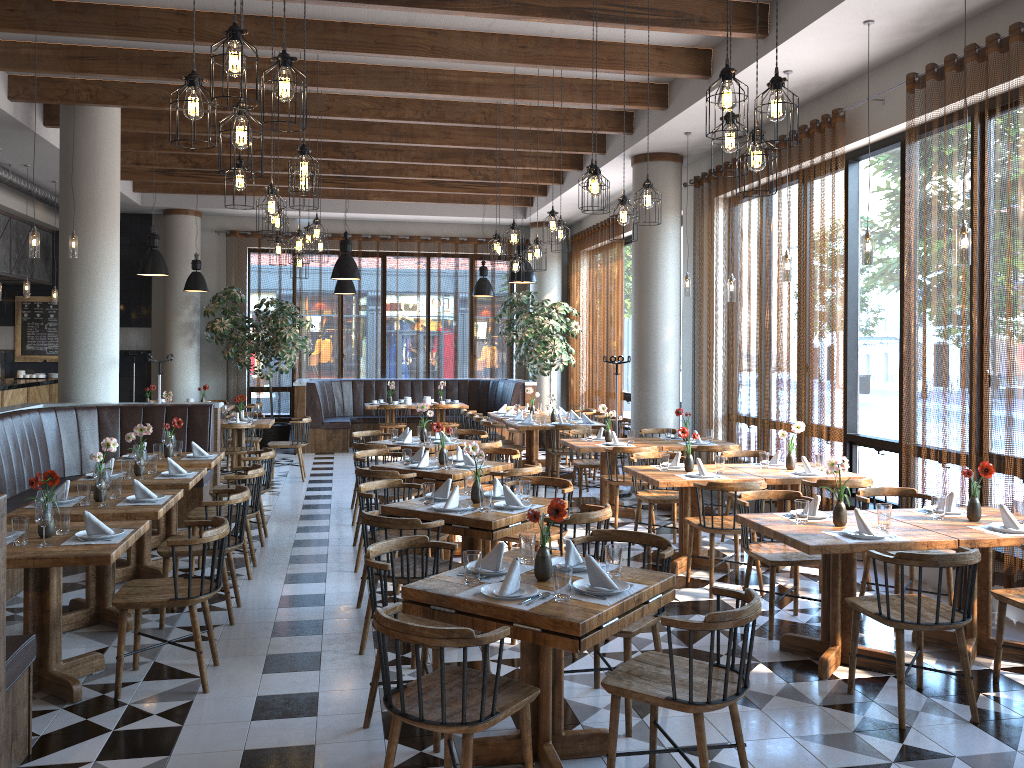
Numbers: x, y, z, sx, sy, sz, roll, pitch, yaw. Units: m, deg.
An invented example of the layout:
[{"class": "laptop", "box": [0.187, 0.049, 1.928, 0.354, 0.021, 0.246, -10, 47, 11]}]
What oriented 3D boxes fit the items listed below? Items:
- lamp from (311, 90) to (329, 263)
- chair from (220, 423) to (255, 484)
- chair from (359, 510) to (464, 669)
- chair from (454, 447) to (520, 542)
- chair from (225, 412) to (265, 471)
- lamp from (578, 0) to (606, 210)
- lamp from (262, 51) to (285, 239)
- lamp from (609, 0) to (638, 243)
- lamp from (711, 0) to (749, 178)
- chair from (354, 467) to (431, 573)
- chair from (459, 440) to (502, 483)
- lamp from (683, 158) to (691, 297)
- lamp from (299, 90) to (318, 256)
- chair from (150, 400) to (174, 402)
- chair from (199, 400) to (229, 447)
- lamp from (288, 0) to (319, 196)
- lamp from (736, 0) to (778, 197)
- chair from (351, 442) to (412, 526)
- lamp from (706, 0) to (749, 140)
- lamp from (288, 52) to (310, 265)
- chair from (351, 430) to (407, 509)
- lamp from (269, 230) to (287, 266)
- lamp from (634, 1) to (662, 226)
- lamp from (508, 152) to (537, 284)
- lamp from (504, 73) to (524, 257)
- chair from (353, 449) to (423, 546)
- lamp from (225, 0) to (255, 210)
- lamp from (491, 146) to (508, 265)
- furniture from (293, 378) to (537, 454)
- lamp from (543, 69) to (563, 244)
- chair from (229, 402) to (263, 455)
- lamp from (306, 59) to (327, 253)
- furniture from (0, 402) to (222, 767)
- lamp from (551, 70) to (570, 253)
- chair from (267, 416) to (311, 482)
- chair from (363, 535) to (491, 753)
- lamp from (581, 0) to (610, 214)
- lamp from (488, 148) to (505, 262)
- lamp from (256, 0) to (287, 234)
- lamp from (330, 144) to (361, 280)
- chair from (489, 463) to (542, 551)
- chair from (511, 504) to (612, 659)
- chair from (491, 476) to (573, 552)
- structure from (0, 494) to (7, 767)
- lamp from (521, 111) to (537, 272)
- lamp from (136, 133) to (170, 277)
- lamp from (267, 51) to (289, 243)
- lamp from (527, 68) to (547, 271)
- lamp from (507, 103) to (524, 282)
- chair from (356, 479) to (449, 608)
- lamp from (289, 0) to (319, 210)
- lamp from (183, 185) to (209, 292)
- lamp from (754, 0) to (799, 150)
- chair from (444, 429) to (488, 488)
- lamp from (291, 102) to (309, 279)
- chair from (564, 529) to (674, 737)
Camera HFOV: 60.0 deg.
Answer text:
[{"class": "lamp", "box": [-2.013, -2.320, 9.334, 0.175, 2.071, 0.175, 0, 0, -4]}, {"class": "chair", "box": [-3.398, 0.872, 10.788, 0.519, 0.817, 0.550, 0, 1, -11]}, {"class": "chair", "box": [-0.587, 1.130, 5.093, 0.519, 0.817, 0.550, 1, 1, 34]}, {"class": "chair", "box": [-0.216, 1.010, 7.987, 0.519, 0.817, 0.550, 1, 1, 34]}, {"class": "chair", "box": [-3.649, 0.815, 12.093, 0.519, 0.817, 0.550, 0, 1, -11]}, {"class": "lamp", "box": [0.548, -2.219, 5.989, 0.175, 2.071, 0.175, 0, 0, -16]}, {"class": "lamp", "box": [-2.071, -2.309, 7.720, 0.175, 2.071, 0.175, 0, 0, -40]}, {"class": "lamp", "box": [0.746, -1.982, 5.872, 0.175, 2.071, 0.175, 0, 0, -16]}, {"class": "lamp", "box": [1.054, -2.043, 4.261, 0.175, 2.071, 0.175, 0, 0, -32]}, {"class": "chair", "box": [-0.939, 1.050, 6.919, 0.519, 0.817, 0.550, 1, 1, 34]}, {"class": "chair", "box": [-0.384, 0.972, 8.859, 0.550, 0.817, 0.519, 1, 1, 34]}, {"class": "lamp", "box": [1.895, -1.923, 9.562, 0.078, 1.964, 0.078, 0, 0, -35]}, {"class": "lamp", "box": [-2.091, -2.369, 9.141, 0.175, 2.071, 0.175, 0, 0, 7]}, {"class": "chair", "box": [-5.876, 0.692, 14.685, 0.519, 0.817, 0.550, 0, 1, -11]}, {"class": "chair", "box": [-5.032, 0.690, 14.847, 0.519, 0.817, 0.550, 0, 1, -11]}, {"class": "lamp", "box": [-1.283, -2.209, 5.480, 0.175, 2.071, 0.175, 0, 0, -28]}, {"class": "lamp", "box": [1.124, -1.903, 4.051, 0.175, 2.071, 0.175, 0, 0, 2]}, {"class": "chair", "box": [-1.279, 0.974, 8.687, 0.519, 0.817, 0.550, 1, 1, 34]}, {"class": "lamp", "box": [0.951, -2.128, 3.898, 0.175, 2.071, 0.175, 0, 0, 2]}, {"class": "lamp", "box": [-1.842, -2.075, 7.694, 0.175, 2.071, 0.175, 0, 0, -40]}, {"class": "chair", "box": [-1.452, 0.935, 9.582, 0.550, 0.817, 0.519, 1, 1, 34]}, {"class": "lamp", "box": [-2.444, -2.277, 9.278, 0.175, 2.071, 0.175, 0, 0, -26]}, {"class": "lamp", "box": [0.925, -2.118, 6.004, 0.175, 2.071, 0.175, 0, 0, 40]}, {"class": "lamp", "box": [0.142, -2.264, 11.663, 0.390, 1.865, 0.390, 0, 0, -33]}, {"class": "lamp", "box": [0.022, -2.213, 8.133, 0.175, 2.071, 0.175, 0, 0, -25]}, {"class": "chair", "box": [-1.111, 1.012, 7.815, 0.550, 0.817, 0.519, 1, 1, 34]}, {"class": "lamp", "box": [-1.651, -2.108, 5.392, 0.175, 2.071, 0.175, 0, 0, 29]}, {"class": "lamp", "box": [-0.132, -2.315, 9.511, 0.175, 2.071, 0.175, 0, 0, -36]}, {"class": "furniture", "box": [-1.743, 0.511, 15.648, 4.037, 1.150, 1.919, 0, 2, -11]}, {"class": "lamp", "box": [0.373, -2.305, 7.989, 0.175, 2.071, 0.175, 0, 0, 8]}, {"class": "chair", "box": [-4.316, 0.717, 14.319, 0.549, 0.817, 0.519, 0, 1, -11]}, {"class": "lamp", "box": [-1.732, -2.214, 7.886, 0.175, 2.071, 0.175, 0, 0, 16]}, {"class": "furniture", "box": [-3.397, 0.907, 5.981, 1.917, 1.150, 6.592, 0, 2, -11]}, {"class": "lamp", "box": [0.455, -2.255, 8.181, 0.175, 2.071, 0.175, 0, 0, -3]}, {"class": "chair", "box": [-2.899, 0.843, 11.548, 0.549, 0.817, 0.519, 0, 1, -11]}, {"class": "chair", "box": [-0.401, 1.171, 4.132, 0.550, 0.817, 0.519, 1, 1, 34]}, {"class": "lamp", "box": [0.552, -2.154, 5.781, 0.175, 2.071, 0.175, 0, 0, -27]}, {"class": "lamp", "box": [-0.168, -2.381, 9.716, 0.175, 2.071, 0.175, 0, 0, -25]}, {"class": "lamp", "box": [-1.503, -1.983, 5.556, 0.175, 2.071, 0.175, 0, 0, -28]}, {"class": "lamp", "box": [-2.100, -2.260, 11.231, 0.390, 1.865, 0.390, 0, 0, -23]}, {"class": "chair", "box": [-0.043, 1.049, 7.092, 0.550, 0.817, 0.519, 1, 1, 34]}, {"class": "chair", "box": [0.309, 1.128, 5.266, 0.550, 0.817, 0.519, 1, 1, 34]}, {"class": "chair", "box": [0.136, 1.089, 6.161, 0.519, 0.817, 0.550, 1, 1, 34]}, {"class": "structure", "box": [-1.741, 1.005, 2.152, 0.645, 1.300, 1.046, 0, 1, -11]}, {"class": "lamp", "box": [0.203, -2.282, 9.787, 0.175, 2.071, 0.175, 0, 0, 32]}, {"class": "lamp", "box": [-4.368, -2.257, 10.794, 0.390, 1.865, 0.390, 0, 0, -33]}, {"class": "lamp", "box": [-1.983, -2.244, 7.532, 0.175, 2.071, 0.175, 0, 0, 39]}, {"class": "lamp", "box": [0.238, -2.083, 8.179, 0.175, 2.071, 0.175, 0, 0, 8]}, {"class": "lamp", "box": [0.046, -2.145, 9.630, 0.175, 2.071, 0.175, 0, 0, -25]}, {"class": "chair", "box": [-0.759, 1.091, 5.988, 0.550, 0.817, 0.519, 1, 1, 34]}, {"class": "lamp", "box": [-1.328, -2.162, 5.683, 0.175, 2.071, 0.175, 0, 0, -39]}, {"class": "lamp", "box": [-4.987, -2.396, 14.003, 0.390, 1.865, 0.390, 0, 0, 37]}, {"class": "lamp", "box": [1.151, -2.068, 3.838, 0.175, 2.071, 0.175, 0, 0, -9]}, {"class": "chair", "box": [-0.557, 0.933, 9.754, 0.519, 0.817, 0.550, 1, 1, 34]}, {"class": "lamp", "box": [-2.229, -2.147, 9.328, 0.175, 2.071, 0.175, 0, 0, 7]}, {"class": "chair", "box": [0.494, 1.170, 4.304, 0.519, 0.817, 0.550, 1, 1, 34]}]
